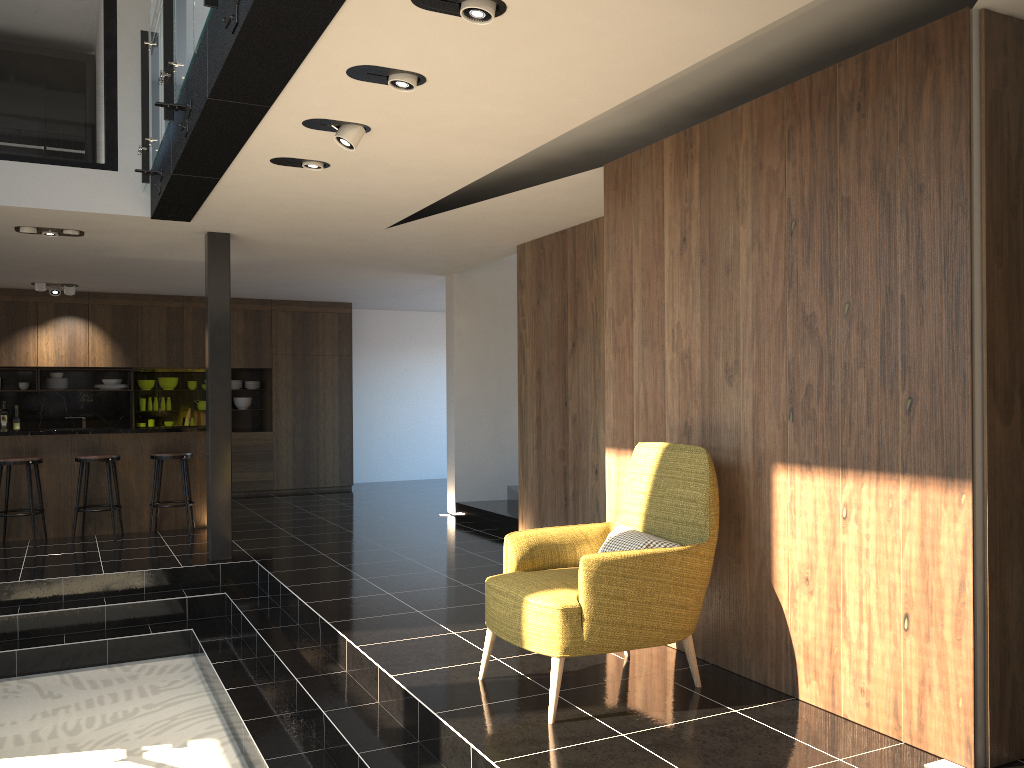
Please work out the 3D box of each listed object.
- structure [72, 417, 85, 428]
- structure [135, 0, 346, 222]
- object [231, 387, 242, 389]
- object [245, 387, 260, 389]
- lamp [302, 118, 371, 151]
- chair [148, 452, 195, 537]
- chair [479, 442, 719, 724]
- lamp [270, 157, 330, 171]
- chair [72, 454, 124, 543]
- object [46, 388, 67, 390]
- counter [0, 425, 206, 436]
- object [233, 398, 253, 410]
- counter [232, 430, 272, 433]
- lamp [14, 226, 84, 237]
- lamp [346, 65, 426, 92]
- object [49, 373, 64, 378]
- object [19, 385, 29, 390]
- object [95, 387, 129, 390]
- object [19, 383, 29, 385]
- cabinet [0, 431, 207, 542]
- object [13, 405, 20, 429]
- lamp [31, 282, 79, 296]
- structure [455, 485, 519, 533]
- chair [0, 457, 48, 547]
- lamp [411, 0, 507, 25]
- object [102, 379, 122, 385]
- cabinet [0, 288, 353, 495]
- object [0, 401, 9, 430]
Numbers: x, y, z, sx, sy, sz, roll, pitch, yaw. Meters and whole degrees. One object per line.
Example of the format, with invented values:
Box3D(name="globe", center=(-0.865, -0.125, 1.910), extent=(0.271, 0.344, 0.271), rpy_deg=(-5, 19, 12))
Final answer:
Box3D(name="structure", center=(-5.635, 0.549, 11.453), extent=(0.242, 0.231, 0.173), rpy_deg=(0, 0, -27))
Box3D(name="structure", center=(-2.090, -0.094, 2.860), extent=(3.447, 4.868, 7.280), rpy_deg=(0, -1, -27))
Box3D(name="object", center=(-3.953, 0.061, 12.626), extent=(0.220, 0.033, 0.220), rpy_deg=(0, -1, -17))
Box3D(name="object", center=(-3.726, 0.061, 12.740), extent=(0.220, 0.033, 0.220), rpy_deg=(0, -1, -43))
Box3D(name="lamp", center=(-0.880, -1.305, 4.453), extent=(0.346, 0.247, 0.195), rpy_deg=(0, 0, -27))
Box3D(name="chair", center=(-3.354, 1.078, 8.747), extent=(0.412, 0.799, 0.412), rpy_deg=(0, 0, -17))
Box3D(name="chair", center=(0.412, 0.837, 4.118), extent=(1.030, 1.097, 0.807), rpy_deg=(0, 0, -28))
Box3D(name="lamp", center=(-1.229, -1.338, 5.147), extent=(0.346, 0.158, 0.195), rpy_deg=(0, -1, -27))
Box3D(name="chair", center=(-3.944, 1.079, 8.450), extent=(0.412, 0.799, 0.412), rpy_deg=(0, 0, -17))
Box3D(name="object", center=(-5.999, 0.067, 11.686), extent=(0.269, 0.024, 0.269), rpy_deg=(-1, -1, 12))
Box3D(name="counter", center=(-4.664, 0.467, 8.587), extent=(3.573, 0.041, 0.698), rpy_deg=(0, -1, -27))
Box3D(name="object", center=(-3.849, 0.281, 12.689), extent=(0.264, 0.170, 0.264), rpy_deg=(-1, -1, 38))
Box3D(name="counter", center=(-5.566, 0.669, 11.645), extent=(4.591, 0.005, 0.862), rpy_deg=(0, -1, -27))
Box3D(name="lamp", center=(-3.746, -1.292, 7.190), extent=(0.501, 0.194, 0.349), rpy_deg=(0, -1, -27))
Box3D(name="lamp", center=(-0.532, -1.352, 3.761), extent=(0.346, 0.177, 0.195), rpy_deg=(0, 0, -27))
Box3D(name="object", center=(-6.002, -0.103, 11.684), extent=(0.168, 0.087, 0.168), rpy_deg=(0, -1, -7))
Box3D(name="object", center=(-6.302, 0.044, 11.454), extent=(0.122, 0.072, 0.122), rpy_deg=(0, -1, -1))
Box3D(name="object", center=(-5.373, 0.059, 11.924), extent=(0.438, 0.039, 0.438), rpy_deg=(-1, -1, 9))
Box3D(name="object", center=(-6.302, 0.019, 11.454), extent=(0.122, 0.072, 0.122), rpy_deg=(0, -1, -1))
Box3D(name="cabinet", center=(-4.659, 0.986, 8.589), extent=(3.564, 0.994, 0.698), rpy_deg=(0, 0, -27))
Box3D(name="object", center=(-6.421, 0.473, 11.494), extent=(0.077, 0.395, 0.077), rpy_deg=(0, 0, 15))
Box3D(name="lamp", center=(-5.432, -1.193, 10.543), extent=(0.501, 0.280, 0.349), rpy_deg=(0, -1, -27))
Box3D(name="structure", center=(1.731, -0.084, 7.332), extent=(1.964, 3.017, 6.663), rpy_deg=(0, -1, -27))
Box3D(name="chair", center=(-4.533, 1.079, 8.154), extent=(0.412, 0.799, 0.412), rpy_deg=(0, 0, -17))
Box3D(name="lamp", center=(-0.183, -1.364, 3.068), extent=(0.346, 0.177, 0.195), rpy_deg=(0, 0, -27))
Box3D(name="object", center=(-5.376, -0.016, 11.925), extent=(0.254, 0.088, 0.254), rpy_deg=(0, -1, -1))
Box3D(name="cabinet", center=(-5.570, 0.182, 11.638), extent=(6.892, 2.690, 0.869), rpy_deg=(0, 0, -27))
Box3D(name="object", center=(-6.560, 0.445, 11.417), extent=(0.133, 0.451, 0.116), rpy_deg=(0, 0, -27))
